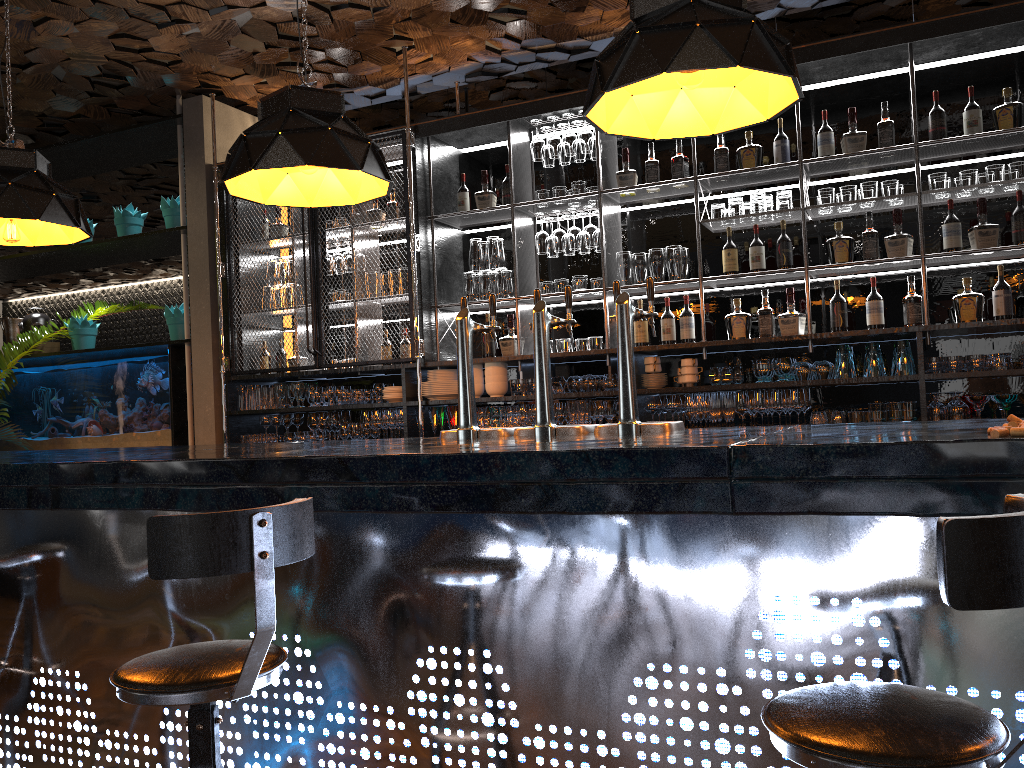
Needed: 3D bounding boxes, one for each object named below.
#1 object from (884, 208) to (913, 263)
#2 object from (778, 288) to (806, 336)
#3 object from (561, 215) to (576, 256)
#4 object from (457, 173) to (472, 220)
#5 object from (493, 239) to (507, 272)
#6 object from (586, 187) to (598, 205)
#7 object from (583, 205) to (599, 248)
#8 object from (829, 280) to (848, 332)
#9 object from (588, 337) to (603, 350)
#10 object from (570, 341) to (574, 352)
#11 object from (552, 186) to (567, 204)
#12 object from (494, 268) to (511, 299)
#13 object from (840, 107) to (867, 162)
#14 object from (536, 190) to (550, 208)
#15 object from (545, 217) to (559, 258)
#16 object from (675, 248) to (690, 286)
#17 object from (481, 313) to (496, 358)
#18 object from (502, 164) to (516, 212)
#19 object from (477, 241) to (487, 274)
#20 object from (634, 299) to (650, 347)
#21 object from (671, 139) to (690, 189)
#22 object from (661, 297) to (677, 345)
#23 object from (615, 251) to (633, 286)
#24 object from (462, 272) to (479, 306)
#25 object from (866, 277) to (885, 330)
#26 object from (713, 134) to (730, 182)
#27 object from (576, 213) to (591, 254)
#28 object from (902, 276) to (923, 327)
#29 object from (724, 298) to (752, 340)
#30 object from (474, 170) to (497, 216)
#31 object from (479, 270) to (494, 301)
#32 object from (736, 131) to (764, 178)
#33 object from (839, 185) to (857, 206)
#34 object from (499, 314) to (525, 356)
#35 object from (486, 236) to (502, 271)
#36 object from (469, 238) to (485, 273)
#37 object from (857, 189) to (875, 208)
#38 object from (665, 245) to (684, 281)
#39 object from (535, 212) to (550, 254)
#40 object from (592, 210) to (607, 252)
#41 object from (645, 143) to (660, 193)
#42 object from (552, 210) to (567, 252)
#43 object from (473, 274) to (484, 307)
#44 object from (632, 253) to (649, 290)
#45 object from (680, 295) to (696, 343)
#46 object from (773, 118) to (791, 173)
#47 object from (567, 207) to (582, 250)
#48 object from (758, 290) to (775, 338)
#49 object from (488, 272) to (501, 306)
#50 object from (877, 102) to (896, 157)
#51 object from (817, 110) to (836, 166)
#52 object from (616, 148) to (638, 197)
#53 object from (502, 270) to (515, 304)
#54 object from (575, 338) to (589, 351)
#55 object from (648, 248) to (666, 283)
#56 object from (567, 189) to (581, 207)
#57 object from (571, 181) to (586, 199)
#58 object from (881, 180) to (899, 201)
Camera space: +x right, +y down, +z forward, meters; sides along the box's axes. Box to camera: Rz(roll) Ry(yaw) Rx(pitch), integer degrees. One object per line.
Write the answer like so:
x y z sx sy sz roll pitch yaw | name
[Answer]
2.033 -0.783 4.665 0.123 0.279 0.123 -4 -2 38 | object
1.540 -0.390 4.887 0.123 0.279 0.123 -4 -2 38 | object
0.352 -0.926 5.526 0.092 0.244 0.092 -2 -2 -15 | object
-0.313 -1.225 5.784 0.086 0.298 0.086 -2 -2 -17 | object
-0.084 -0.831 5.742 0.105 0.209 0.105 -2 -2 -21 | object
0.507 -1.167 5.497 0.089 0.092 0.089 -2 -2 -7 | object
0.468 -0.937 5.292 0.092 0.244 0.092 -2 -2 -15 | object
1.757 -0.413 4.776 0.086 0.297 0.086 -2 -2 -32 | object
0.503 -0.235 5.328 0.089 0.092 0.089 -4 -2 35 | object
0.349 -0.222 5.561 0.089 0.092 0.089 -3 -2 -4 | object
0.293 -1.158 5.447 0.089 0.092 0.089 -2 -2 -7 | object
-0.062 -0.626 5.608 0.105 0.209 0.105 -2 -2 -21 | object
1.832 -1.342 4.760 0.123 0.279 0.123 -3 -2 13 | object
0.193 -1.152 5.518 0.089 0.092 0.089 -2 -2 -7 | object
0.252 -0.920 5.572 0.092 0.244 0.092 -2 -2 -15 | object
0.994 -0.687 5.206 0.105 0.209 0.105 -2 -2 -21 | object
-0.150 -0.300 5.642 0.086 0.297 0.086 -2 -2 -32 | object
-0.022 -1.243 5.621 0.086 0.299 0.086 -2 -2 -17 | object
-0.186 -0.824 5.801 0.105 0.209 0.105 -2 -2 -21 | object
0.766 -0.353 5.260 0.086 0.299 0.086 -2 -2 -17 | object
0.978 -1.287 5.163 0.083 0.282 0.083 -4 -2 39 | object
0.920 -0.362 5.218 0.086 0.298 0.086 -2 -2 -17 | object
0.665 -0.671 5.233 0.105 0.209 0.105 -2 -2 -21 | object
-0.270 -0.614 5.716 0.105 0.209 0.105 -2 -2 -21 | object
1.935 -0.423 4.731 0.086 0.298 0.086 -2 -2 -17 | object
1.195 -1.306 5.065 0.083 0.282 0.083 -3 -2 9 | object
0.442 -0.931 5.485 0.092 0.244 0.092 -2 -2 -15 | object
2.099 -0.425 4.648 0.083 0.282 0.083 -3 -2 9 | object
1.280 -0.358 5.019 0.151 0.248 0.094 -3 -2 13 | object
-0.169 -1.224 5.669 0.123 0.279 0.123 -3 -2 13 | object
-0.161 -0.620 5.667 0.105 0.209 0.105 -2 -2 -21 | object
1.341 -1.297 4.998 0.151 0.248 0.094 -4 -2 28 | object
1.797 -1.004 4.734 0.089 0.092 0.089 -2 -2 -12 | object
-0.002 -0.298 5.587 0.123 0.279 0.123 -4 -2 38 | object
-0.118 -0.831 5.657 0.105 0.209 0.105 -2 -2 -21 | object
-0.228 -0.825 5.697 0.105 0.209 0.105 -2 -2 -21 | object
1.922 -1.008 4.809 0.089 0.092 0.089 -3 -2 24 | object
0.939 -0.687 5.112 0.105 0.209 0.105 -2 -2 -21 | object
0.184 -0.921 5.421 0.092 0.244 0.092 -2 -2 -15 | object
0.537 -0.936 5.442 0.092 0.244 0.092 -2 -2 -15 | object
0.827 -1.278 5.232 0.083 0.282 0.083 -3 -2 9 | object
0.284 -0.926 5.376 0.092 0.244 0.092 -2 -2 -15 | object
-0.231 -0.612 5.827 0.105 0.209 0.105 -2 -2 -21 | object
0.770 -0.674 5.312 0.105 0.209 0.105 -2 -2 -21 | object
1.018 -0.369 5.147 0.086 0.298 0.086 -2 -2 -17 | object
1.502 -1.331 4.940 0.086 0.298 0.086 -2 -2 -17 | object
0.374 -0.932 5.335 0.092 0.244 0.092 -2 -2 -15 | object
1.420 -0.384 4.957 0.083 0.282 0.083 -3 -2 24 | object
-0.123 -0.619 5.769 0.105 0.209 0.105 -2 -2 -21 | object
1.984 -1.353 4.706 0.083 0.282 0.083 -3 -2 24 | object
1.712 -1.345 4.838 0.086 0.298 0.086 -2 -2 -17 | object
0.684 -1.267 5.298 0.123 0.279 0.123 -3 -2 13 | object
-0.028 -0.625 5.715 0.105 0.209 0.105 -2 -2 -21 | object
0.433 -0.229 5.430 0.089 0.092 0.089 -4 -2 35 | object
0.850 -0.681 5.179 0.105 0.209 0.105 -2 -2 -21 | object
0.389 -1.160 5.538 0.089 0.092 0.089 -4 -2 35 | object
0.403 -1.166 5.342 0.089 0.092 0.089 -2 -2 -7 | object
1.987 -1.015 4.659 0.089 0.092 0.089 -2 -2 -21 | object
